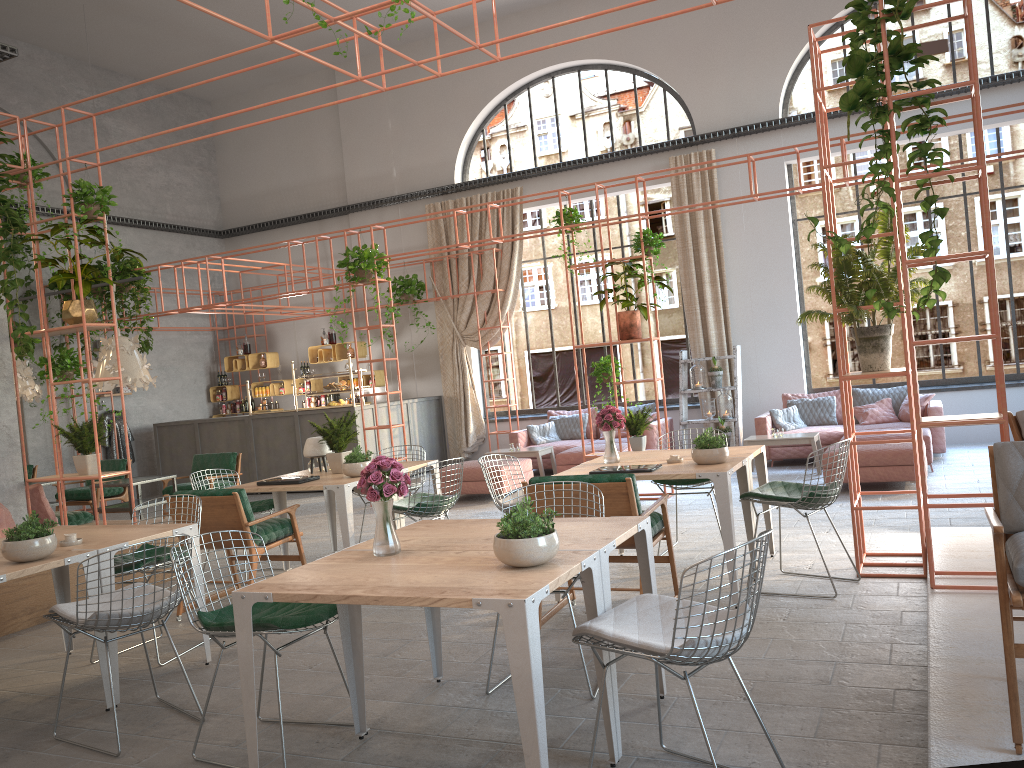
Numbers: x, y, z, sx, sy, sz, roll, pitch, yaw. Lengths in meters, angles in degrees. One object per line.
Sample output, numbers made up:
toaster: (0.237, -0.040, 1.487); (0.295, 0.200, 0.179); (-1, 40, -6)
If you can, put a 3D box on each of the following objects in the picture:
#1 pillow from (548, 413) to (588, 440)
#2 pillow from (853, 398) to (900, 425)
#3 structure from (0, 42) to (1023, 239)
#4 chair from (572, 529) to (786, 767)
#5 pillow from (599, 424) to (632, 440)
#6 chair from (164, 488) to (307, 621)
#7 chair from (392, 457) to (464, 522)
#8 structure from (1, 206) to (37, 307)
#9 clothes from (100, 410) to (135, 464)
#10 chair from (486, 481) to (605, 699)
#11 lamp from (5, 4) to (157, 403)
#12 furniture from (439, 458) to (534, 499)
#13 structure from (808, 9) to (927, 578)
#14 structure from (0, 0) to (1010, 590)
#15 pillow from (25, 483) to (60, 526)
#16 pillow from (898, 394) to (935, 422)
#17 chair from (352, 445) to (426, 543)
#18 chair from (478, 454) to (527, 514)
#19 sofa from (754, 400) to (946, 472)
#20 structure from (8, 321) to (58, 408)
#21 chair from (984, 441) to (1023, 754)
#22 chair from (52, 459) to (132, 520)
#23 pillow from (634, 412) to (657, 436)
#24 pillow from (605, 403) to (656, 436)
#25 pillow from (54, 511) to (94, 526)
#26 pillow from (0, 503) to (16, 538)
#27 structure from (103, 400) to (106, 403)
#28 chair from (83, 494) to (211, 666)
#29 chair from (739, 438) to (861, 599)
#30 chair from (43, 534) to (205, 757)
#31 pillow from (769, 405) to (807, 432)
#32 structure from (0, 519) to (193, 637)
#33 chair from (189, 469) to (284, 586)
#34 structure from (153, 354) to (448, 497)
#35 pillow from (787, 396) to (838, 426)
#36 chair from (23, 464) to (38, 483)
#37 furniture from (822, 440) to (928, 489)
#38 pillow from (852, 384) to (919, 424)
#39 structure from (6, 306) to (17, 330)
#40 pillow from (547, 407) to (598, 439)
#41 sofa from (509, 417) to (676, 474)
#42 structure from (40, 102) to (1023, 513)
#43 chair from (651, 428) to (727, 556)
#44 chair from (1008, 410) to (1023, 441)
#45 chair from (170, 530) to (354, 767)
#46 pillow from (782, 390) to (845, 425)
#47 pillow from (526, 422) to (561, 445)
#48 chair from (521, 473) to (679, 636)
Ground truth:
pillow: (0.831, 0.660, 13.409); (0.666, 0.385, 0.289); (-5, 1, 26)
pillow: (4.687, 0.358, 11.445); (0.479, 0.317, 0.441); (-5, 1, 7)
structure: (-2.062, -3.056, 7.193); (15.203, 0.110, 15.603); (-5, 1, 25)
chair: (0.588, 0.987, 3.136); (0.717, 0.941, 0.565); (-5, 1, 42)
pillow: (1.502, 0.639, 12.952); (0.479, 0.317, 0.441); (-5, 1, 7)
chair: (-1.986, 1.185, 6.445); (0.722, 0.917, 0.685); (-5, 1, 25)
chair: (-0.683, 1.050, 6.855); (0.717, 0.941, 0.565); (-5, 1, 42)
structure: (-7.647, -1.831, 12.506); (0.856, 1.514, 1.939); (-5, 1, 19)
clothes: (-6.454, 0.919, 14.518); (0.366, 0.997, 0.625); (-5, 1, 5)
chair: (0.169, 1.007, 4.434); (0.565, 0.941, 0.717); (-5, 1, 22)
lamp: (-5.862, -1.776, 9.988); (4.456, 4.052, 0.704); (-5, 1, 25)
furniture: (-0.348, 1.200, 11.224); (0.976, 0.446, 0.941); (-5, 1, 25)
structure: (2.401, -0.564, 5.950); (0.424, 3.602, 0.624); (-5, 1, 25)
structure: (-4.502, -0.487, 5.958); (14.096, 4.345, 4.501); (-5, 1, 24)
pillow: (-4.471, 1.135, 7.956); (0.839, 0.474, 0.276); (-5, 1, 16)
pillow: (5.069, 0.307, 11.203); (0.308, 0.349, 0.495); (-6, 1, -15)
chair: (-1.102, 1.070, 8.153); (0.565, 0.941, 0.717); (-5, 1, 22)
chair: (0.157, 0.976, 6.469); (0.717, 0.941, 0.565); (-5, 1, 27)
sofa: (4.170, 0.663, 11.054); (2.219, 0.672, 1.960); (-5, 1, 25)
structure: (-7.435, -0.385, 13.162); (0.921, 1.527, 0.950); (-5, 1, 24)
chair: (2.013, 0.666, 2.952); (0.722, 0.929, 0.685); (-5, 1, 25)
chair: (-5.117, 1.421, 10.874); (0.722, 0.930, 0.685); (-5, 1, 25)
pillow: (1.883, 0.587, 12.709); (0.308, 0.349, 0.495); (-6, 1, -15)
pillow: (1.716, 0.550, 13.142); (0.836, 0.476, 0.273); (-5, 1, 26)
pillow: (-4.371, 1.304, 8.388); (0.637, 0.149, 0.491); (-5, 1, 26)
pillow: (-4.224, 1.172, 7.036); (0.289, 0.385, 0.666); (-5, 1, 21)
structure: (-6.639, 0.287, 14.428); (0.019, 0.044, 0.066); (-5, 1, 25)
chair: (-2.296, 1.223, 5.600); (0.565, 0.941, 0.717); (-5, 1, 22)
chair: (1.834, 0.828, 5.684); (0.717, 0.941, 0.565); (-5, 1, 42)
chair: (-1.877, 1.204, 4.302); (0.717, 0.941, 0.565); (-5, 1, 42)
pillow: (3.681, 0.464, 11.732); (0.500, 0.324, 0.307); (-6, 1, -30)
structure: (-6.471, 1.820, 7.301); (5.831, 0.500, 4.386); (-5, 1, 25)
chair: (-2.359, 1.198, 7.639); (0.717, 0.941, 0.565); (-5, 1, 27)
structure: (-3.567, 0.653, 15.023); (4.057, 2.022, 2.579); (-5, 1, 25)
pillow: (4.016, 0.380, 11.902); (0.666, 0.385, 0.289); (-5, 1, 26)
chair: (-6.679, 1.559, 11.612); (0.722, 0.930, 0.685); (-5, 1, 25)
furniture: (3.797, 0.835, 9.264); (0.976, 0.446, 0.941); (-5, 1, 25)
pillow: (4.901, 0.270, 11.635); (0.836, 0.476, 0.273); (-5, 1, 26)
structure: (-7.666, -0.988, 12.560); (0.063, 0.505, 1.312); (-5, 1, 25)
pillow: (0.904, 0.619, 13.539); (0.839, 0.474, 0.276); (-5, 1, 26)
sofa: (0.985, 0.943, 12.560); (2.219, 0.672, 1.960); (-5, 1, 25)
structure: (0.180, -0.468, 12.115); (14.689, 4.247, 4.157); (-5, 1, 25)
chair: (1.414, 0.848, 6.983); (0.565, 0.941, 0.717); (-5, 1, 22)
chair: (3.034, 0.552, 4.455); (0.722, 0.914, 0.685); (-6, 1, -25)
chair: (-1.089, 1.135, 3.920); (0.717, 0.941, 0.565); (-5, 1, 27)
pillow: (4.089, 0.339, 12.032); (0.839, 0.474, 0.276); (-5, 1, 26)
pillow: (0.496, 0.745, 13.239); (0.500, 0.324, 0.307); (-6, 1, -30)
chair: (0.530, 0.964, 5.274); (0.722, 0.917, 0.685); (-5, 1, 25)
